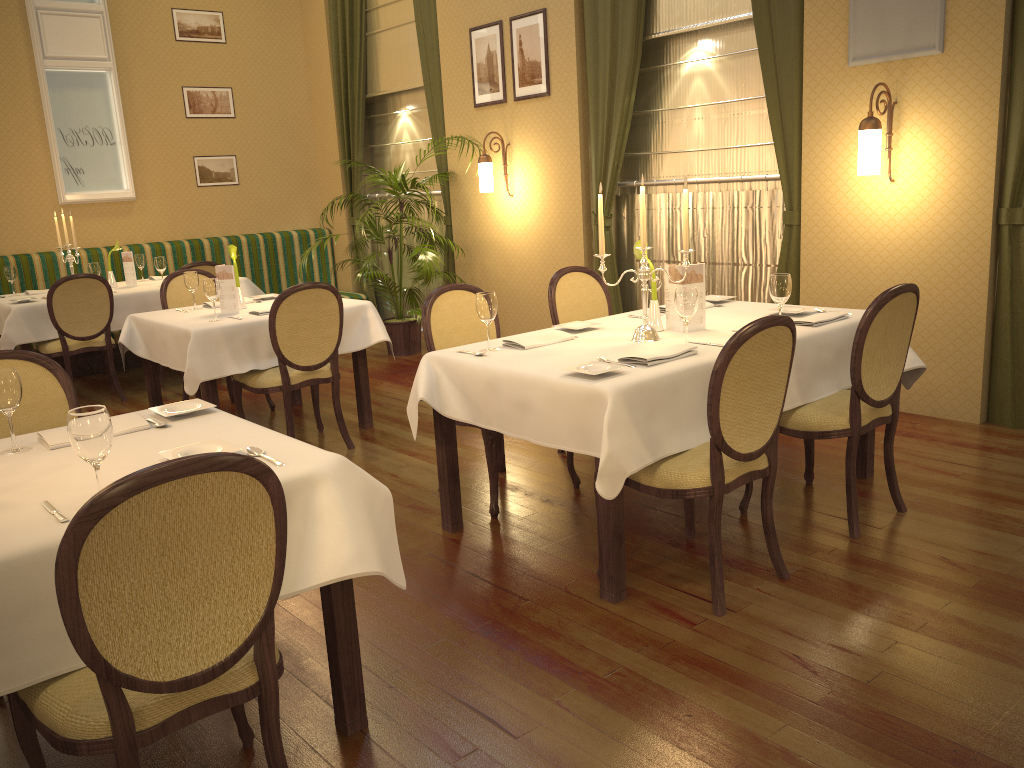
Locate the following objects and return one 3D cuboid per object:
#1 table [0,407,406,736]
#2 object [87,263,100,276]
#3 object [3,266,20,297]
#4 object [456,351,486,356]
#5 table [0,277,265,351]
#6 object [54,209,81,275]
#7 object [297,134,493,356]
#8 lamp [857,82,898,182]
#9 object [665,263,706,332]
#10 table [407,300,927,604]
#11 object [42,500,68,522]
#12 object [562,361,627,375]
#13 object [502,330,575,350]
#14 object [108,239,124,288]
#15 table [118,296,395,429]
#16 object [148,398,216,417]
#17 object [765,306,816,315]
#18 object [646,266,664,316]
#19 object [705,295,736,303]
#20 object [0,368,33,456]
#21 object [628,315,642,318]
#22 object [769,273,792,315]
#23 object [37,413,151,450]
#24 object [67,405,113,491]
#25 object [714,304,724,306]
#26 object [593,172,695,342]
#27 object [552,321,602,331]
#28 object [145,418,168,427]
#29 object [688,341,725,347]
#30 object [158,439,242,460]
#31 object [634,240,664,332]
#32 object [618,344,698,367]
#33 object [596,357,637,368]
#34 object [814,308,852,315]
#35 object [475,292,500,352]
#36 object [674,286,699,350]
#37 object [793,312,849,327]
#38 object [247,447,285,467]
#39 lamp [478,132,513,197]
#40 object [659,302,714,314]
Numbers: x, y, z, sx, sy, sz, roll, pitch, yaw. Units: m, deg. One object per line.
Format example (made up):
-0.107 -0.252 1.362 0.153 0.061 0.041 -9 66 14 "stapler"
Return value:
-1.327 0.648 2.110 2.152 0.759 1.385 -14 17 -38 "table"
-3.135 -0.795 6.672 0.088 0.229 0.088 -2 13 8 "object"
-3.877 -0.797 6.872 0.088 0.229 0.088 -2 13 8 "object"
-0.160 -0.124 3.458 0.038 0.015 0.181 -13 16 -37 "object"
-3.075 -0.407 7.159 2.152 0.759 1.385 -14 17 -38 "table"
-3.422 -1.032 6.845 0.131 0.655 0.390 -12 15 -33 "object"
-0.914 -1.132 7.459 1.496 1.807 1.552 4 15 30 "object"
1.921 -1.319 4.675 0.114 0.513 0.323 7 17 38 "lamp"
0.708 -0.355 3.659 0.166 0.277 0.081 2 14 21 "object"
0.706 0.146 3.772 2.152 0.759 1.385 -14 17 -38 "table"
-1.006 0.276 1.944 0.017 0.010 0.185 -14 17 -38 "object"
0.276 -0.044 2.978 0.160 0.024 0.160 -14 17 -38 "object"
0.109 -0.180 3.602 0.273 0.033 0.142 -14 17 -38 "object"
-3.189 -0.967 7.112 0.076 0.375 0.163 6 16 36 "object"
-1.514 -0.082 5.341 1.395 0.759 1.389 -13 16 -37 "table"
-1.025 0.083 2.762 0.160 0.024 0.160 -14 17 -38 "object"
1.236 -0.320 3.932 0.160 0.024 0.160 -14 17 -38 "object"
0.654 -0.428 4.091 0.088 0.229 0.088 -2 13 8 "object"
1.008 -0.419 4.424 0.160 0.024 0.160 -14 17 -38 "object"
-1.380 0.075 2.429 0.088 0.229 0.088 -2 13 8 "object"
0.602 -0.305 4.058 0.017 0.010 0.185 -13 16 -37 "object"
1.062 -0.319 3.513 0.088 0.229 0.088 -2 13 8 "object"
-1.211 0.135 2.571 0.273 0.033 0.142 -14 17 -38 "object"
-0.897 0.165 1.911 0.088 0.229 0.088 -2 13 8 "object"
0.960 -0.390 4.326 0.038 0.015 0.181 -13 16 -37 "object"
0.517 -0.492 3.472 0.390 0.655 0.131 0 13 16 "object"
0.284 -0.245 3.855 0.160 0.024 0.160 -14 17 -38 "object"
-1.074 0.113 2.664 0.038 0.015 0.181 -13 16 -37 "object"
0.737 -0.154 3.368 0.017 0.010 0.185 -14 17 -38 "object"
-0.798 0.183 2.270 0.160 0.024 0.160 -14 17 -38 "object"
0.575 -0.414 3.725 0.076 0.375 0.163 -8 14 -17 "object"
0.523 -0.106 3.173 0.273 0.033 0.142 -14 17 -38 "object"
0.364 -0.076 3.113 0.038 0.015 0.181 -13 16 -37 "object"
1.409 -0.319 3.901 0.038 0.015 0.181 -13 16 -37 "object"
-0.095 -0.244 3.485 0.088 0.229 0.088 -2 13 8 "object"
0.647 -0.242 3.285 0.088 0.229 0.088 -2 13 8 "object"
1.278 -0.273 3.725 0.273 0.024 0.142 -14 17 -38 "object"
-0.624 0.183 2.239 0.038 0.015 0.181 -13 16 -37 "object"
-0.145 -1.747 7.074 0.114 0.513 0.323 7 17 38 "lamp"
0.823 -0.367 4.233 0.273 0.033 0.142 -14 17 -38 "object"
